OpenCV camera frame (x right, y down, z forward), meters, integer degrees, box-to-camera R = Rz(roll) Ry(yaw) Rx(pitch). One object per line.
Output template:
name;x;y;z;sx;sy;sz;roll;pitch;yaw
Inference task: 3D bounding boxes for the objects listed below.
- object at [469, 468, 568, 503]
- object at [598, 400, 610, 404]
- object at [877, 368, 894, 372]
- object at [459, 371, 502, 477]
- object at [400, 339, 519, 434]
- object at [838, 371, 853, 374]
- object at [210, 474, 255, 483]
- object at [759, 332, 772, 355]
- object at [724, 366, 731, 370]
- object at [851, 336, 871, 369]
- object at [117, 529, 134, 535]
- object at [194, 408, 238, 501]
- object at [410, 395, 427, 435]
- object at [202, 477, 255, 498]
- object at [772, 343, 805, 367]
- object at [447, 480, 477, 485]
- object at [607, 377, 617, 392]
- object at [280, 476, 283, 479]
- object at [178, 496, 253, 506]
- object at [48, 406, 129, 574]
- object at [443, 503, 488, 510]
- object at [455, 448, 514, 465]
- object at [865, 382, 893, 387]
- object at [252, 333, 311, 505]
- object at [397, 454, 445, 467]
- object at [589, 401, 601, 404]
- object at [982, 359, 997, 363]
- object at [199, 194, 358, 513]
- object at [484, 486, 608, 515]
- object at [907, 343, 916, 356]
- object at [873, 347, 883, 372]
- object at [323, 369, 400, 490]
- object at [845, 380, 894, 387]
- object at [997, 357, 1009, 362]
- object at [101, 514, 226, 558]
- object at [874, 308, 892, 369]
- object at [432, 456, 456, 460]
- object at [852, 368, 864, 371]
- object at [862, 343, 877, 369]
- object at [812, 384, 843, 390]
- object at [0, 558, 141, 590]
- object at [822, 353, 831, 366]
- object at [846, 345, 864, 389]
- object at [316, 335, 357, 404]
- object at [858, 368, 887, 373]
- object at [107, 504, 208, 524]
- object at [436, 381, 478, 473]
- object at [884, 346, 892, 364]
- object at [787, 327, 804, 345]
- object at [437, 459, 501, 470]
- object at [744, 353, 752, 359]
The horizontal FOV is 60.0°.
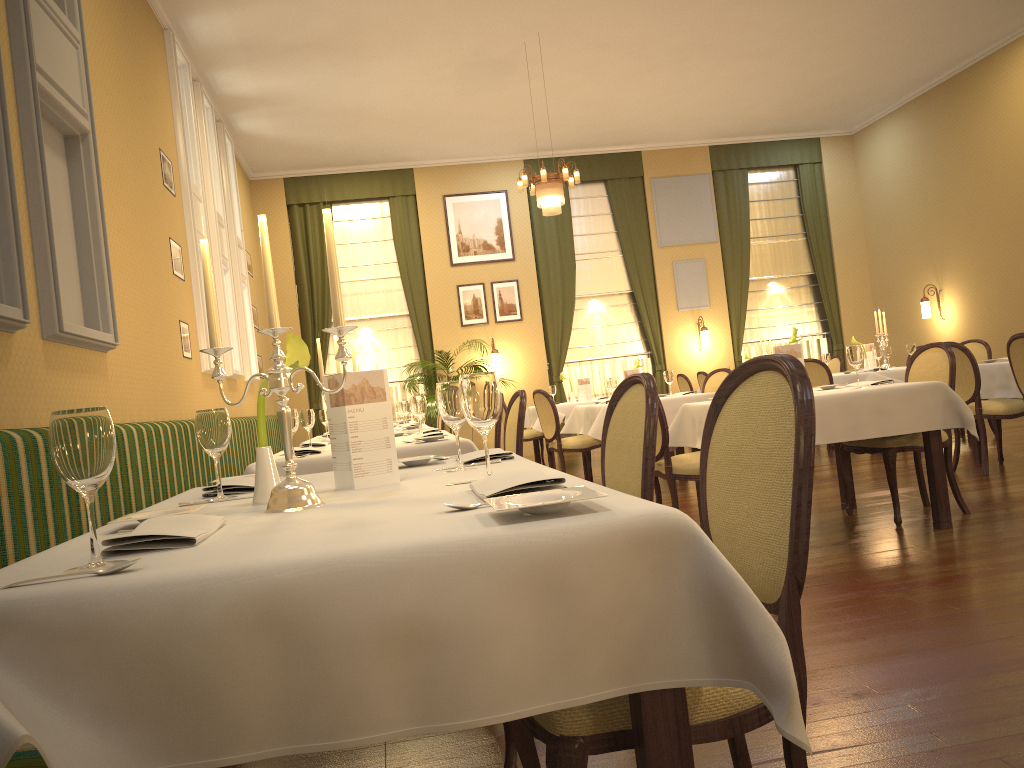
object;0.005;0.184;1.622;0.142;0.033;0.273;-6;-1;-9
object;0.872;0.160;7.920;0.142;0.033;0.273;-6;-1;-9
object;3.452;-0.128;8.213;0.181;0.015;0.038;-7;-1;-7
object;-0.057;0.092;1.808;0.088;0.229;0.088;-7;-1;39
object;-0.828;0.284;12.396;1.496;1.807;1.552;-6;-1;-28
object;3.335;-0.112;8.809;0.160;0.024;0.160;-6;-1;-9
object;-0.827;0.296;2.715;0.160;0.024;0.160;-6;-1;-9
object;3.307;-0.391;11.503;0.390;0.655;0.131;-6;-1;-43
object;2.900;-0.128;11.917;0.088;0.229;0.088;-7;-1;39
object;3.548;-0.311;9.021;0.163;0.375;0.076;-7;-1;13
object;-0.644;0.269;1.668;0.185;0.010;0.017;-7;-1;-7
object;-0.751;0.178;2.249;0.088;0.229;0.088;-7;-1;39
object;-0.489;0.177;4.718;0.088;0.229;0.088;-7;-1;39
object;-0.758;0.282;2.453;0.142;0.033;0.273;-6;-1;-9
object;1.496;-0.073;4.819;0.166;0.277;0.081;-7;-1;38
object;-0.052;0.203;1.910;0.185;0.010;0.017;-6;-1;-8
object;0.879;0.055;7.716;0.088;0.229;0.088;-7;-1;33
object;-0.767;0.292;2.620;0.181;0.015;0.038;-7;-1;-7
object;-0.718;0.283;2.167;0.185;0.010;0.017;-7;-1;-7
object;-0.611;0.150;1.279;0.088;0.229;0.088;-7;-1;39
object;-0.023;0.192;1.452;0.181;0.015;0.038;-7;-1;-7
object;-0.083;0.210;2.568;0.142;0.024;0.273;-6;-1;-9
object;1.965;0.004;4.777;0.185;0.010;0.017;-6;-1;-8
object;-0.521;0.078;1.978;0.163;0.375;0.076;-7;-1;13
object;-0.284;0.233;2.644;0.160;0.024;0.160;-6;-1;-9
object;0.803;0.173;8.181;0.160;0.024;0.160;-6;-1;-9
object;3.655;-0.173;6.781;0.160;0.024;0.160;-6;-1;-9
object;-0.477;-0.070;1.798;0.390;0.655;0.131;-7;-1;37
object;0.047;0.178;1.305;0.160;0.024;0.160;-6;-1;-9
object;3.986;-0.291;8.831;0.088;0.229;0.088;-7;-1;33
object;3.432;-0.233;8.303;0.088;0.229;0.088;-7;-1;39
object;-0.373;0.110;2.105;0.166;0.277;0.081;-7;-1;13
object;2.002;-0.002;4.974;0.142;0.024;0.273;-6;-1;-9
object;3.724;-0.187;6.520;0.142;0.033;0.273;-6;-1;-9
object;-0.579;0.250;1.499;0.142;0.033;0.273;-6;-1;-9
object;3.699;-0.468;8.859;0.131;0.655;0.390;-7;-1;26
object;-0.168;0.225;2.776;0.181;0.015;0.038;-7;-1;-7
object;3.759;-0.150;9.668;0.160;0.024;0.160;-6;-1;-9
object;3.688;-0.275;9.090;0.166;0.277;0.081;-6;-1;-37
object;1.801;0.021;5.050;0.160;0.024;0.160;-6;-1;-9
object;-0.591;0.255;1.190;0.181;0.015;0.038;-7;-1;-7
object;3.292;-0.205;9.273;0.088;0.229;0.088;-7;-1;39
object;1.812;-0.089;4.664;0.088;0.229;0.088;-7;-1;39
object;-0.908;0.015;4.708;0.131;0.655;0.390;-7;-1;11
object;3.464;-0.133;8.523;0.142;0.033;0.273;-6;-1;-9
object;-0.708;0.271;1.785;0.160;0.024;0.160;-6;-1;-9
object;-0.143;0.108;2.272;0.088;0.229;0.088;-7;-1;39
object;3.989;-0.284;9.407;0.088;0.229;0.088;-7;-1;39
object;1.559;-0.130;4.941;0.163;0.375;0.076;-6;-1;-32
object;-0.120;0.216;2.371;0.185;0.010;0.017;-6;-1;-8
object;3.156;-0.234;11.665;0.163;0.375;0.076;-7;-1;13
